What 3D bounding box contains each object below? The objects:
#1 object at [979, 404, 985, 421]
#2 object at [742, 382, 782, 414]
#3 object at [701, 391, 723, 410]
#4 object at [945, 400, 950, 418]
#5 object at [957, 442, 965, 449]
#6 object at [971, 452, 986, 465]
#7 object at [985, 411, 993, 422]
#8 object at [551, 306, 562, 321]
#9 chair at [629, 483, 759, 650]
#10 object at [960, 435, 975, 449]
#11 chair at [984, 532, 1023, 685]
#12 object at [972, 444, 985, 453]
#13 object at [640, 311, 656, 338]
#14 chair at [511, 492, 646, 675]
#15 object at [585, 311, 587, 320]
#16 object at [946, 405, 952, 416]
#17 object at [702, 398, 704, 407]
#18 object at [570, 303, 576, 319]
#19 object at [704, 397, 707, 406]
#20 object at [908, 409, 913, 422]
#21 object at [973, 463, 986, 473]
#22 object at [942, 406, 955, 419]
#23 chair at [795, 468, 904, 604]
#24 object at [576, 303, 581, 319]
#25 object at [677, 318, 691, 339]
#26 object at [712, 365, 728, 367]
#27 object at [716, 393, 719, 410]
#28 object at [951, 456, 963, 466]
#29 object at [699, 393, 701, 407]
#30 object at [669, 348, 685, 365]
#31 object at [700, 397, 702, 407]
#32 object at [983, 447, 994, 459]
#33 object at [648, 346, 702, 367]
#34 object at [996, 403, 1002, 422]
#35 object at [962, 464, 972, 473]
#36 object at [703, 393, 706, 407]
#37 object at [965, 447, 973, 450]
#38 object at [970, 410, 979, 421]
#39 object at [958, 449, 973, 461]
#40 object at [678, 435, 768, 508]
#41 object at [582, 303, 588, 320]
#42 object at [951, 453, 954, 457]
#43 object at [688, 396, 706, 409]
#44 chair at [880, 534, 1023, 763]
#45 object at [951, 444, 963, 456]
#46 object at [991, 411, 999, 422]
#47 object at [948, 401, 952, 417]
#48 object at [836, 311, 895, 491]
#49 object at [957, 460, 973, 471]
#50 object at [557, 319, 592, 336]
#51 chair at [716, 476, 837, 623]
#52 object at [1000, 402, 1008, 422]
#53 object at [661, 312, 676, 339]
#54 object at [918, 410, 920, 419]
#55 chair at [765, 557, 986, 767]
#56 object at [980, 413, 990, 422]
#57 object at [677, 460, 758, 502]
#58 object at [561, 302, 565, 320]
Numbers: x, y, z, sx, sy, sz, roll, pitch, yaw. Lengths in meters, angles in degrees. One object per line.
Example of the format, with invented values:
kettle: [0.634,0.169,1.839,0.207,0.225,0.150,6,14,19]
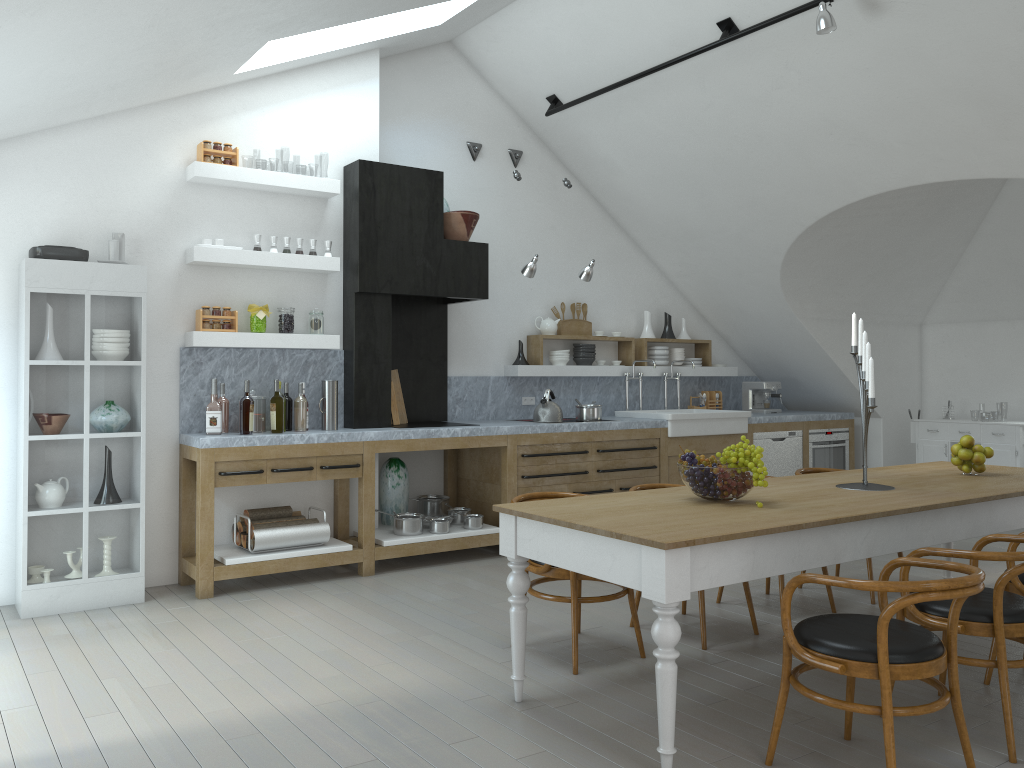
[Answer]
object: [4.431,0.269,8.358,0.048,0.169,0.048,-1,-2,43]
object: [2.569,0.137,8.919,0.324,0.320,0.386,0,0,-34]
object: [2.012,0.179,8.922,0.200,0.223,0.104,0,-1,-34]
object: [4.326,0.250,8.799,0.054,0.175,0.039,1,-1,-34]
object: [2.461,0.341,4.836,0.062,0.059,0.062,0,0,-34]
object: [2.466,0.395,4.687,0.071,0.072,0.070,0,0,20]
object: [4.505,0.307,8.339,0.094,0.093,0.093,0,-1,43]
object: [0.434,-0.570,7.947,0.199,0.259,0.016,0,-1,-24]
chair: [0.919,0.925,4.687,0.527,0.735,0.621,0,-1,-38]
object: [2.445,0.310,4.758,0.072,0.074,0.072,0,-1,-34]
chair: [2.392,0.931,3.729,0.527,0.735,0.621,0,-1,-39]
object: [2.481,0.349,4.718,0.053,0.057,0.058,0,0,-20]
object: [1.304,-0.568,8.507,0.156,0.268,0.156,-1,-1,44]
chair: [0.286,0.928,4.329,0.527,0.735,0.621,0,-1,-34]
object: [0.673,-0.588,8.113,0.057,0.294,0.030,1,-1,-34]
object: [4.335,0.266,8.791,0.029,0.137,0.097,1,-1,-31]
object: [1.891,0.191,8.788,0.018,0.196,0.023,1,-2,-39]
object: [0.562,-0.588,8.036,0.061,0.299,0.040,1,-2,-37]
object: [1.909,0.201,8.786,0.044,0.179,0.019,-1,-2,40]
object: [3.999,0.386,8.836,0.088,0.269,0.029,-1,-1,29]
object: [2.496,0.443,4.734,0.064,0.063,0.063,0,0,-23]
object: [4.328,0.285,8.787,0.067,0.138,0.101,1,-1,-34]
chair: [2.090,0.917,5.545,0.527,0.735,0.621,0,-1,-38]
object: [0.601,-0.588,8.039,0.057,0.299,0.019,1,-1,-34]
object: [1.703,-0.546,8.786,0.156,0.218,0.156,-1,-1,37]
object: [2.086,-0.178,9.021,0.213,0.025,0.213,0,1,43]
object: [2.062,0.187,8.909,0.040,0.192,0.042,0,-1,16]
object: [2.387,0.412,4.754,0.059,0.056,0.059,0,0,-40]
object: [1.869,0.191,8.787,0.019,0.196,0.022,-1,-2,44]
object: [1.614,-0.267,8.660,0.158,0.160,0.154,0,0,-6]
object: [1.875,0.201,8.768,0.019,0.179,0.044,-1,-1,21]
object: [2.537,0.366,4.728,0.063,0.063,0.062,0,0,18]
object: [1.600,-0.265,8.680,0.657,0.196,0.198,0,0,-35]
object: [4.557,0.265,8.284,0.054,0.179,0.054,-1,-1,33]
object: [2.426,0.451,4.728,0.051,0.050,0.050,0,0,-31]
object: [1.903,0.188,8.773,0.040,0.192,0.042,0,-1,2]
object: [2.473,0.357,4.785,0.053,0.051,0.052,0,0,27]
object: [4.352,0.302,8.335,0.081,0.105,0.082,0,-1,-21]
object: [2.406,0.375,4.703,0.072,0.064,0.071,0,0,-41]
object: [0.889,0.357,3.757,0.393,0.284,0.292,0,0,20]
object: [0.653,-0.588,8.077,0.067,0.298,0.039,1,-1,-34]
object: [2.428,0.386,4.827,0.062,0.059,0.062,0,0,-30]
object: [1.834,0.206,8.787,0.173,0.171,0.100,0,-1,-33]
chair: [1.782,0.935,3.333,0.527,0.735,0.621,0,-1,-34]
object: [2.400,0.357,4.776,0.066,0.071,0.072,0,0,25]
object: [4.497,0.306,8.248,0.071,0.099,0.071,0,-1,-11]
object: [4.332,0.252,8.764,0.024,0.164,0.039,0,-1,-21]
object: [1.720,0.058,4.301,0.265,0.875,0.774,-1,-1,30]
object: [2.450,0.436,4.792,0.080,0.074,0.078,0,0,11]
object: [0.567,-0.509,8.026,0.353,0.158,0.084,0,-1,-34]
chair: [1.487,0.921,5.146,0.527,0.735,0.621,0,-1,-31]
object: [4.564,0.262,8.221,0.063,0.187,0.063,-1,-1,41]
object: [1.523,-0.569,8.652,0.156,0.268,0.156,0,-1,-30]
object: [4.030,0.387,8.791,0.029,0.269,0.088,0,-1,-8]
chair: [1.204,0.939,2.890,0.527,0.735,0.621,0,-1,-31]
object: [4.426,0.312,8.291,0.077,0.085,0.077,-1,-1,43]
object: [0.887,0.420,3.785,0.360,0.160,0.360,0,0,36]
object: [0.463,-0.588,7.970,0.055,0.299,0.027,1,-1,-34]
